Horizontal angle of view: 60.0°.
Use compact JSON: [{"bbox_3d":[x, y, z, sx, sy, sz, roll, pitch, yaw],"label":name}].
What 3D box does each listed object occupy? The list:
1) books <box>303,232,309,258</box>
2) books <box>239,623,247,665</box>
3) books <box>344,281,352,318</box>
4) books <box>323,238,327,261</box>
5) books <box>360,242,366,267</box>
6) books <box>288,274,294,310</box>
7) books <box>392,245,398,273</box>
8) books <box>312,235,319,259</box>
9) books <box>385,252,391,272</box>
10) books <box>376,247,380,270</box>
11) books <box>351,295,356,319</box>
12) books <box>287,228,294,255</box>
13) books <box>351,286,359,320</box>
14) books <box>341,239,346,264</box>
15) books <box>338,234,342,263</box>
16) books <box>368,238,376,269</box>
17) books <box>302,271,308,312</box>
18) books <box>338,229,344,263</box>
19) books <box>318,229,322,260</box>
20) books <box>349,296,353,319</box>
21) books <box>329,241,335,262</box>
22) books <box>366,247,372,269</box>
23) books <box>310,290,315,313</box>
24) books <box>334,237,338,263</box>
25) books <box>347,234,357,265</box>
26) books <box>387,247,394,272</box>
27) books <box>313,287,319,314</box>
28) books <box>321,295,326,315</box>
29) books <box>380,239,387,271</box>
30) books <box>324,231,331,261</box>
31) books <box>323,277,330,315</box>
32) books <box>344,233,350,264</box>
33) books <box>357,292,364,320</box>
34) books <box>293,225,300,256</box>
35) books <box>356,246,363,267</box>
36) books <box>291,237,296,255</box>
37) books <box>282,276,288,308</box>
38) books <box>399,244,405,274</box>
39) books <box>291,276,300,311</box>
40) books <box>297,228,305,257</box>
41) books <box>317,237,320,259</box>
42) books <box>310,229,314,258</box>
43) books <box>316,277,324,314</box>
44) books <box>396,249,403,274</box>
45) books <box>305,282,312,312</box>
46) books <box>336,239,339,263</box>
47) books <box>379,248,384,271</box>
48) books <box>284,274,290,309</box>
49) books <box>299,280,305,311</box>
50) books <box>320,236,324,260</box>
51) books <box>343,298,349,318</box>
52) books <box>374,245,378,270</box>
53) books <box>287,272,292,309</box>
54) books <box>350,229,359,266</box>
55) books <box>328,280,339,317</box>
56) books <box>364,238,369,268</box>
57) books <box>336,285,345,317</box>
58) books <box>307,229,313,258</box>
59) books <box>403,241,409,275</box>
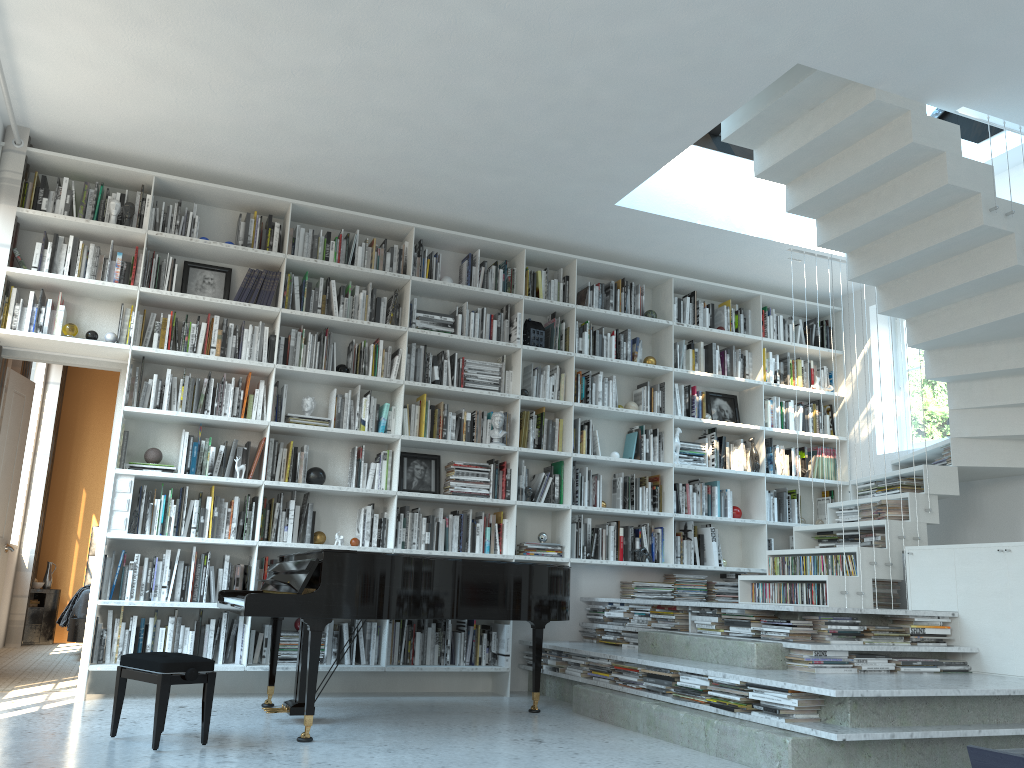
[{"bbox_3d":[-1.410,-0.891,5.995,0.023,0.219,0.181,7,-14,-22],"label":"books"},{"bbox_3d":[-1.631,1.569,5.363,0.017,0.232,0.213,7,-14,-22],"label":"books"},{"bbox_3d":[-1.128,-0.536,6.046,0.012,0.307,0.145,7,-14,-22],"label":"books"},{"bbox_3d":[-1.297,-0.869,6.061,0.012,0.215,0.150,7,-14,-22],"label":"books"},{"bbox_3d":[-1.050,-0.848,6.152,0.026,0.235,0.134,7,-14,-22],"label":"books"},{"bbox_3d":[-1.481,-0.573,5.902,0.010,0.286,0.148,7,-14,-22],"label":"books"},{"bbox_3d":[-0.844,-0.832,6.242,0.030,0.260,0.151,7,-14,-22],"label":"books"},{"bbox_3d":[-1.349,-0.880,6.005,0.029,0.207,0.179,7,-14,-22],"label":"books"},{"bbox_3d":[-0.890,-0.805,6.197,0.031,0.184,0.177,7,-14,-22],"label":"books"},{"bbox_3d":[-0.951,-0.826,6.165,0.013,0.206,0.178,7,-14,-22],"label":"books"},{"bbox_3d":[-1.097,-0.484,6.048,0.010,0.208,0.174,7,-14,-22],"label":"books"},{"bbox_3d":[-1.504,-0.912,5.958,0.029,0.237,0.156,7,-14,-22],"label":"books"},{"bbox_3d":[-1.084,-0.517,6.075,0.026,0.286,0.138,7,-14,-22],"label":"books"},{"bbox_3d":[-1.177,-0.864,6.105,0.029,0.235,0.130,7,-14,-22],"label":"books"},{"bbox_3d":[-1.200,-0.878,6.082,0.013,0.251,0.184,7,-14,-22],"label":"books"},{"bbox_3d":[-0.984,-0.859,6.163,0.014,0.266,0.192,7,-14,-22],"label":"books"},{"bbox_3d":[-1.396,-0.578,5.929,0.012,0.314,0.172,7,-14,-22],"label":"books"},{"bbox_3d":[-1.189,-0.899,6.093,0.010,0.298,0.151,7,-14,-22],"label":"books"},{"bbox_3d":[-1.322,-0.900,6.037,0.010,0.263,0.160,7,-14,-22],"label":"books"},{"bbox_3d":[-1.123,-0.483,6.066,0.024,0.212,0.128,7,-14,-22],"label":"books"},{"bbox_3d":[-1.248,-0.858,6.069,0.030,0.201,0.152,7,-14,-22],"label":"books"},{"bbox_3d":[-1.016,-0.830,6.174,0.029,0.213,0.142,7,-14,-22],"label":"books"},{"bbox_3d":[-1.359,-0.514,5.949,0.024,0.201,0.153,7,-14,-22],"label":"books"},{"bbox_3d":[-1.226,-0.872,6.077,0.013,0.234,0.155,7,-14,-22],"label":"books"},{"bbox_3d":[-1.121,-0.879,6.113,0.052,0.272,0.173,7,-14,-22],"label":"books"},{"bbox_3d":[-0.867,-0.825,6.222,0.026,0.236,0.149,7,-14,-22],"label":"books"},{"bbox_3d":[-1.332,-0.520,5.954,0.029,0.218,0.158,7,-14,-22],"label":"books"},{"bbox_3d":[-1.286,-0.493,5.979,0.034,0.180,0.160,7,-14,-22],"label":"books"},{"bbox_3d":[-0.910,-0.856,6.205,0.013,0.285,0.160,7,-14,-22],"label":"books"},{"bbox_3d":[-1.277,-0.892,6.073,0.028,0.267,0.151,7,-14,-22],"label":"books"},{"bbox_3d":[-1.265,-0.554,6.009,0.013,0.314,0.135,7,-14,-22],"label":"books"},{"bbox_3d":[-1.152,-0.884,6.103,0.013,0.275,0.165,7,-14,-22],"label":"books"},{"bbox_3d":[-1.054,-0.489,6.055,0.021,0.225,0.192,7,-14,-22],"label":"books"},{"bbox_3d":[-1.468,-0.921,6.003,0.021,0.278,0.141,7,-14,-22],"label":"books"},{"bbox_3d":[-1.074,-0.831,6.129,0.031,0.189,0.182,7,-14,-22],"label":"books"},{"bbox_3d":[-1.487,-0.879,5.975,0.024,0.182,0.133,7,-14,-22],"label":"books"},{"bbox_3d":[-1.517,-0.566,5.871,0.023,0.255,0.175,7,-14,-22],"label":"books"},{"bbox_3d":[-0.795,-0.831,6.249,0.014,0.266,0.172,7,-14,-22],"label":"books"},{"bbox_3d":[-1.449,-0.561,5.921,0.067,0.274,0.168,7,-14,-22],"label":"books"},{"bbox_3d":[-1.437,-0.910,5.993,0.031,0.254,0.145,7,-14,-22],"label":"books"},{"bbox_3d":[-1.334,-0.874,6.025,0.015,0.207,0.167,7,-14,-22],"label":"books"},{"bbox_3d":[-1.371,-0.900,6.013,0.012,0.249,0.174,7,-14,-22],"label":"books"},{"bbox_3d":[-1.307,-0.553,5.972,0.023,0.292,0.156,7,-14,-22],"label":"books"},{"bbox_3d":[-0.811,-0.815,6.230,0.026,0.225,0.172,7,-14,-22],"label":"books"},{"bbox_3d":[-1.378,-0.539,5.931,0.031,0.241,0.181,7,-14,-22],"label":"books"},{"bbox_3d":[-1.212,-0.863,6.073,0.011,0.215,0.160,7,-14,-22],"label":"books"},{"bbox_3d":[-0.932,-0.821,6.169,0.026,0.199,0.187,7,-14,-22],"label":"books"},{"bbox_3d":[-1.505,-0.574,5.894,0.013,0.283,0.159,7,-14,-22],"label":"books"},{"bbox_3d":[-1.410,-0.551,5.927,0.011,0.259,0.157,7,-14,-22],"label":"books"},{"bbox_3d":[-1.317,-0.878,6.064,0.025,0.234,0.130,7,-14,-22],"label":"books"},{"bbox_3d":[-1.148,-0.476,6.025,0.028,0.179,0.168,7,-14,-22],"label":"books"},{"bbox_3d":[-0.971,-0.837,6.172,0.021,0.228,0.161,7,-14,-22],"label":"books"},{"bbox_3d":[-1.501,-0.581,5.920,0.014,0.308,0.130,7,-14,-22],"label":"books"},{"bbox_3d":[-1.095,-0.893,6.141,0.014,0.314,0.166,7,-14,-22],"label":"books"},{"bbox_3d":[-1.215,-0.539,6.000,0.075,0.285,0.178,7,-14,-22],"label":"books"},{"bbox_3d":[-1.031,-0.861,6.164,0.014,0.268,0.156,7,-14,-22],"label":"books"},{"bbox_3d":[-1.175,-0.520,6.030,0.027,0.264,0.169,7,-14,-22],"label":"books"},{"bbox_3d":[-1.389,-0.902,6.010,0.023,0.251,0.171,7,-14,-22],"label":"books"},{"bbox_3d":[-0.774,-0.840,6.255,0.026,0.288,0.176,7,-14,-22],"label":"books"}]
